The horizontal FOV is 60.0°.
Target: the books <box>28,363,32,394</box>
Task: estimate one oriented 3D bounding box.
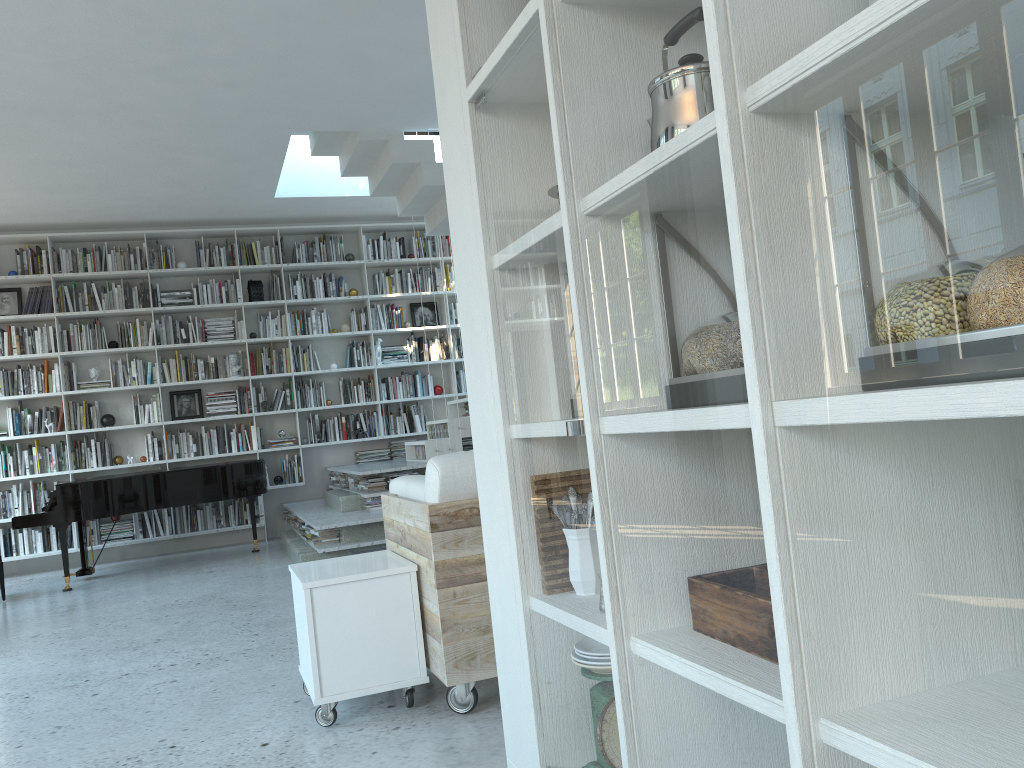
[{"bbox_3d":[-4.518,-0.037,8.336,0.011,0.304,0.130,-6,-2,-19],"label":"books"}]

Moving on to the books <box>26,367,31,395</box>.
[{"bbox_3d":[-4.522,-0.021,8.317,0.012,0.272,0.145,-6,-2,-19],"label":"books"}]

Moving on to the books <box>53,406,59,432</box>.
[{"bbox_3d":[-4.296,0.337,8.373,0.021,0.251,0.154,-6,-2,-19],"label":"books"}]

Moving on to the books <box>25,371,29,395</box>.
[{"bbox_3d":[-4.533,0.002,8.316,0.013,0.227,0.151,-6,-2,-19],"label":"books"}]

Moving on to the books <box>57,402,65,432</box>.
[{"bbox_3d":[-4.236,0.317,8.353,0.082,0.276,0.228,-6,-2,-19],"label":"books"}]

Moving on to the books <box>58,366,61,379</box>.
[{"bbox_3d":[-4.269,-0.038,8.415,0.036,0.257,0.123,-6,-2,-19],"label":"books"}]

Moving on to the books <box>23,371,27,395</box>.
[{"bbox_3d":[-4.541,0.002,8.301,0.013,0.229,0.177,-6,-2,-19],"label":"books"}]

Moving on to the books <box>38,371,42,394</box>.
[{"bbox_3d":[-4.436,-0.003,8.356,0.021,0.220,0.148,-6,-2,-19],"label":"books"}]

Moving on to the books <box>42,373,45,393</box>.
[{"bbox_3d":[-4.402,0.002,8.356,0.013,0.203,0.161,-6,-2,-19],"label":"books"}]

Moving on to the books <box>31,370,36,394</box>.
[{"bbox_3d":[-4.488,-0.009,8.349,0.028,0.242,0.131,-6,-2,-19],"label":"books"}]

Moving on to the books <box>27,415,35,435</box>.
[{"bbox_3d":[-4.484,0.384,8.279,0.029,0.190,0.189,-6,-2,-19],"label":"books"}]

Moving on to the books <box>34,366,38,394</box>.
[{"bbox_3d":[-4.460,-0.029,8.329,0.015,0.275,0.157,-6,-2,-19],"label":"books"}]

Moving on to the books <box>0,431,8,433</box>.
[{"bbox_3d":[-4.804,0.456,8.195,0.254,0.012,0.161,-5,-2,-18],"label":"books"}]

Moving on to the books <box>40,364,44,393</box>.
[{"bbox_3d":[-4.424,-0.040,8.367,0.015,0.292,0.144,-6,-2,-19],"label":"books"}]

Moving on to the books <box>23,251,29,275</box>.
[{"bbox_3d":[-4.573,-1.111,8.362,0.028,0.249,0.155,-6,-2,-19],"label":"books"}]

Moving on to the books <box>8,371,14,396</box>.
[{"bbox_3d":[-4.656,0.006,8.265,0.023,0.242,0.184,-6,-2,-19],"label":"books"}]

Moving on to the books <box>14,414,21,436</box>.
[{"bbox_3d":[-4.582,0.384,8.244,0.029,0.208,0.189,-6,-2,-19],"label":"books"}]

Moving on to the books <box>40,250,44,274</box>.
[{"bbox_3d":[-4.451,-1.128,8.424,0.022,0.260,0.152,-6,-2,-19],"label":"books"}]

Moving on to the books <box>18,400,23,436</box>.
[{"bbox_3d":[-4.581,0.322,8.284,0.011,0.336,0.153,-6,-2,-19],"label":"books"}]

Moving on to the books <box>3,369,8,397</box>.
[{"bbox_3d":[-4.708,-0.003,8.256,0.011,0.271,0.158,-6,-2,-19],"label":"books"}]

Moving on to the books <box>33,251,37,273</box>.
[{"bbox_3d":[-4.519,-1.118,8.413,0.013,0.254,0.129,-6,-2,-19],"label":"books"}]

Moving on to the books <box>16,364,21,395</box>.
[{"bbox_3d":[-4.598,-0.028,8.287,0.013,0.299,0.152,-6,-2,-19],"label":"books"}]

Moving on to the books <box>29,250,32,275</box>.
[{"bbox_3d":[-4.530,-1.123,8.377,0.010,0.263,0.156,-6,-2,-19],"label":"books"}]

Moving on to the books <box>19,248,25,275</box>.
[{"bbox_3d":[-4.600,-1.124,8.355,0.024,0.279,0.188,-6,-2,-19],"label":"books"}]

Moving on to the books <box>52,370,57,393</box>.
[{"bbox_3d":[-4.322,-0.016,8.389,0.031,0.223,0.145,-6,-2,-19],"label":"books"}]

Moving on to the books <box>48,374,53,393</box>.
[{"bbox_3d":[-4.348,0.007,8.379,0.030,0.183,0.152,-6,-2,-19],"label":"books"}]

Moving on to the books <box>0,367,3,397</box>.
[{"bbox_3d":[-4.736,-0.012,8.237,0.011,0.293,0.183,-6,-2,-19],"label":"books"}]

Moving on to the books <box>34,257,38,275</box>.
[{"bbox_3d":[-4.489,-1.090,8.395,0.027,0.190,0.177,-6,-2,-19],"label":"books"}]

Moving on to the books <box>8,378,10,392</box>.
[{"bbox_3d":[-4.675,0.028,8.276,0.010,0.204,0.139,-6,-2,-19],"label":"books"}]

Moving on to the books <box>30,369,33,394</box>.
[{"bbox_3d":[-4.504,-0.012,8.334,0.011,0.251,0.139,-6,-2,-19],"label":"books"}]

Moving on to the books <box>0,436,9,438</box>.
[{"bbox_3d":[-4.797,0.504,8.190,0.285,0.012,0.159,-6,-2,-16],"label":"books"}]

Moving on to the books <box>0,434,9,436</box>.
[{"bbox_3d":[-4.800,0.480,8.191,0.254,0.012,0.161,-5,-2,-22],"label":"books"}]

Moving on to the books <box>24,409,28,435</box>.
[{"bbox_3d":[-4.532,0.361,8.297,0.022,0.249,0.129,-6,-2,-19],"label":"books"}]

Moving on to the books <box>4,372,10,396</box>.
[{"bbox_3d":[-4.684,0.011,8.246,0.024,0.237,0.167,-6,-2,-19],"label":"books"}]

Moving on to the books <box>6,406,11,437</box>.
[{"bbox_3d":[-4.664,0.355,8.241,0.012,0.285,0.159,-6,-2,-19],"label":"books"}]

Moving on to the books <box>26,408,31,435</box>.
[{"bbox_3d":[-4.510,0.357,8.285,0.011,0.250,0.172,-6,-2,-19],"label":"books"}]

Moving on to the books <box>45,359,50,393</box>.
[{"bbox_3d":[-4.386,-0.061,8.367,0.035,0.325,0.170,-6,-2,-19],"label":"books"}]

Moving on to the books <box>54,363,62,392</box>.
[{"bbox_3d":[-4.300,-0.049,8.404,0.027,0.286,0.148,-6,-2,-19],"label":"books"}]

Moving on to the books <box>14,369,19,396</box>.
[{"bbox_3d":[-4.629,-0.002,8.293,0.047,0.256,0.141,-6,-2,-19],"label":"books"}]

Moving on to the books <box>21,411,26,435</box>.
[{"bbox_3d":[-4.558,0.372,8.295,0.030,0.231,0.148,-6,-2,-19],"label":"books"}]

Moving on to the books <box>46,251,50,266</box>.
[{"bbox_3d":[-4.392,-1.129,8.446,0.039,0.252,0.146,-6,-2,-19],"label":"books"}]

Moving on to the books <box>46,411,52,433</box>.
[{"bbox_3d":[-4.339,0.362,8.343,0.030,0.207,0.172,-6,-2,-19],"label":"books"}]

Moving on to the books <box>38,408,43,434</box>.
[{"bbox_3d":[-4.425,0.354,8.337,0.013,0.242,0.141,-6,-2,-19],"label":"books"}]

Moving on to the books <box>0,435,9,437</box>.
[{"bbox_3d":[-4.800,0.493,8.194,0.254,0.012,0.161,-5,-2,-18],"label":"books"}]

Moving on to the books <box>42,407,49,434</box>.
[{"bbox_3d":[-4.386,0.343,8.336,0.060,0.255,0.158,-6,-2,-19],"label":"books"}]

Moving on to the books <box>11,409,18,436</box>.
[{"bbox_3d":[-4.622,0.366,8.262,0.031,0.255,0.143,-6,-2,-19],"label":"books"}]

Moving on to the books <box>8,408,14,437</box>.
[{"bbox_3d":[-4.646,0.359,8.246,0.024,0.273,0.150,-6,-2,-19],"label":"books"}]

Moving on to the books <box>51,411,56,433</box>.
[{"bbox_3d":[-4.315,0.359,8.362,0.027,0.209,0.144,-6,-2,-19],"label":"books"}]

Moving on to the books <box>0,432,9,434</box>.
[{"bbox_3d":[-4.801,0.468,8.189,0.285,0.012,0.159,-6,-2,-15],"label":"books"}]

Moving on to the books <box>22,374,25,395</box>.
[{"bbox_3d":[-4.561,0.017,8.309,0.021,0.205,0.130,-6,-2,-19],"label":"books"}]

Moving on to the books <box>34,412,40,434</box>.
[{"bbox_3d":[-4.456,0.371,8.325,0.056,0.214,0.143,-6,-2,-19],"label":"books"}]

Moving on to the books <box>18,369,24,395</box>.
[{"bbox_3d":[-4.583,-0.007,8.302,0.021,0.256,0.156,-6,-2,-19],"label":"books"}]

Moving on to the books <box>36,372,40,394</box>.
[{"bbox_3d":[-4.449,0.000,8.346,0.012,0.217,0.160,-6,-2,-19],"label":"books"}]

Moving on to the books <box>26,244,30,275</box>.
[{"bbox_3d":[-4.566,-1.147,8.395,0.014,0.320,0.137,-6,-2,-19],"label":"books"}]

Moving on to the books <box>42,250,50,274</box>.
[{"bbox_3d":[-4.421,-1.128,8.421,0.031,0.254,0.178,-6,-2,-19],"label":"books"}]

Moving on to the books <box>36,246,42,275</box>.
[{"bbox_3d":[-4.467,-1.146,8.395,0.025,0.297,0.163,-6,-2,-19],"label":"books"}]

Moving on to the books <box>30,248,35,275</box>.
[{"bbox_3d":[-4.521,-1.129,8.381,0.011,0.274,0.183,-6,-2,-19],"label":"books"}]

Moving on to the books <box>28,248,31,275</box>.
[{"bbox_3d":[-4.546,-1.131,8.385,0.013,0.283,0.166,-6,-2,-19],"label":"books"}]

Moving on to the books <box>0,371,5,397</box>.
[{"bbox_3d":[-4.716,0.009,8.234,0.021,0.247,0.189,-6,-2,-19],"label":"books"}]
